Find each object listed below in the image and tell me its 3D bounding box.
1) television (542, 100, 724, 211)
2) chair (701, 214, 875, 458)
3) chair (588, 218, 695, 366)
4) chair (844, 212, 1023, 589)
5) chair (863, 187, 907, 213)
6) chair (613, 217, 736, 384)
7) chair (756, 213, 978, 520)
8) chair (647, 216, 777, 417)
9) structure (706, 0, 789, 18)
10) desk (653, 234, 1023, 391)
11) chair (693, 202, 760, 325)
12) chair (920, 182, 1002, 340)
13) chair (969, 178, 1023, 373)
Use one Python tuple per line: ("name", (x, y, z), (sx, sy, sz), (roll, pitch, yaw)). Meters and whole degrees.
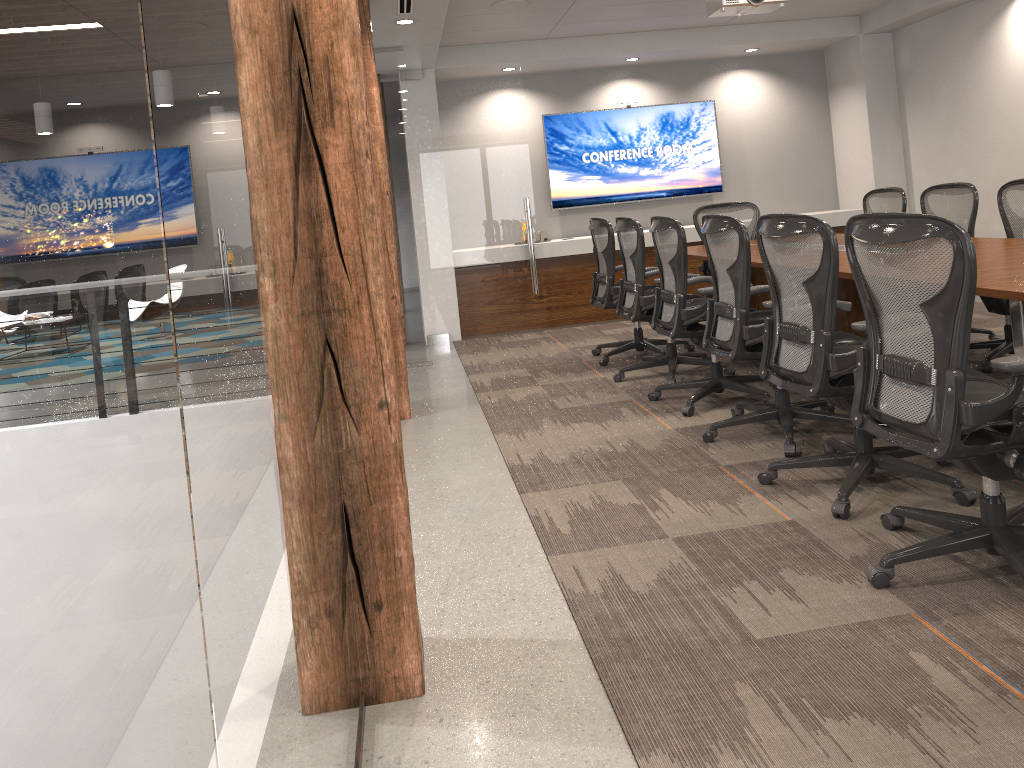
("television", (1.301, -2.485, 9.334), (1.913, 1.101, 0.065), (-7, 1, -7))
("chair", (1.251, -0.308, 4.222), (0.799, 1.082, 0.773), (-7, 4, -21))
("chair", (0.956, -0.749, 6.589), (0.762, 1.082, 0.810), (-6, 4, -1))
("chair", (1.376, 0.000, 2.615), (0.800, 1.082, 0.772), (-8, 5, -25))
("chair", (2.729, -0.973, 6.819), (0.762, 1.082, 0.810), (-6, 4, -5))
("chair", (1.009, -0.601, 5.819), (0.799, 1.082, 0.772), (-8, 4, -23))
("chair", (1.362, -0.156, 3.404), (0.766, 1.082, 0.806), (-7, 4, -18))
("chair", (1.167, -0.454, 5.000), (0.765, 1.082, 0.807), (-7, 4, -14))
("structure", (1.576, -2.740, 5.888), (0.461, 0.452, 0.321), (-6, 4, -7))
("desk", (2.269, -0.250, 4.239), (1.406, 0.744, 6.136), (-7, 11, -6))
("chair", (1.921, -0.969, 7.203), (0.777, 1.082, 0.794), (-7, 5, -23))
("chair", (2.835, -0.826, 6.027), (0.761, 1.082, 0.811), (-5, 4, 4))
("chair", (2.973, -0.674, 5.195), (0.799, 1.082, 0.773), (-7, 4, -21))
